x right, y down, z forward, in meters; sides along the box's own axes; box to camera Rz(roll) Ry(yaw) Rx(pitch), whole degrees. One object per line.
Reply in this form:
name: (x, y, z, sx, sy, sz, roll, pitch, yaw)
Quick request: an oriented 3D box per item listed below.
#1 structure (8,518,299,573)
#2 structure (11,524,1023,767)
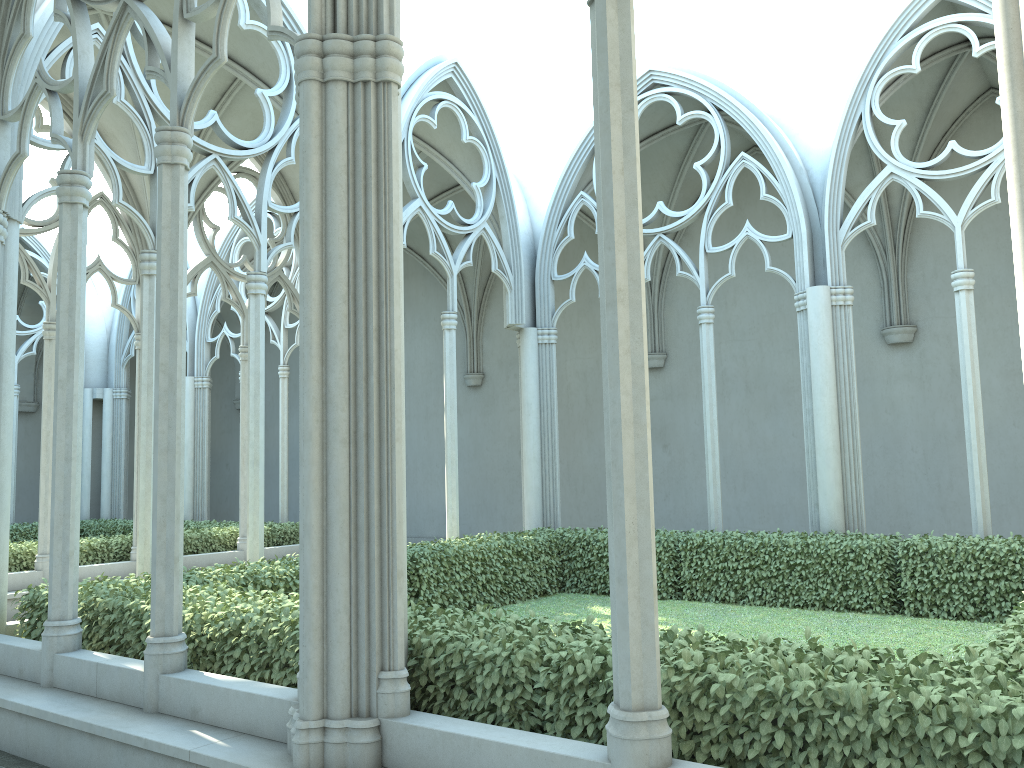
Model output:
structure: (-9.143, 3.082, 15.862, 8.018, 0.963, 7.995, -6, -7, 36)
structure: (1.372, 2.042, 8.178, 8.018, 0.963, 7.995, -6, -7, 36)
